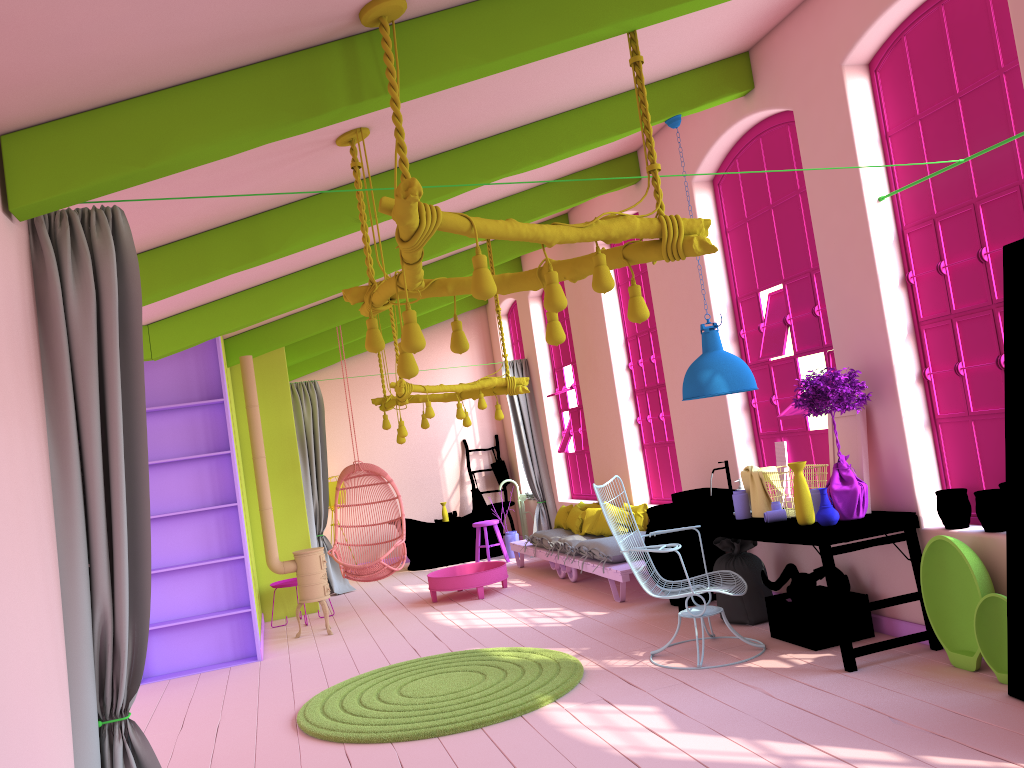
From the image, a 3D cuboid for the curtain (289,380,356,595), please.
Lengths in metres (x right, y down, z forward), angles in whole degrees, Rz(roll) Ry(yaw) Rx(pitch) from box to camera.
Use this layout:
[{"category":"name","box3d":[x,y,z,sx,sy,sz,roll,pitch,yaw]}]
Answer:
[{"category":"curtain","box3d":[-2.522,1.313,11.458,0.518,2.783,0.526,-6,-4,-35]}]

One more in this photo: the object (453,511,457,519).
[{"category":"object","box3d":[-0.826,1.934,12.919,0.069,0.170,0.069,-9,-3,4]}]

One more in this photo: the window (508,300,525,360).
[{"category":"window","box3d":[0.296,0.196,13.272,0.072,3.045,1.276,-8,-3,-16]}]

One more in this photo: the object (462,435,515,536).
[{"category":"object","box3d":[-0.338,1.694,13.873,0.603,1.763,0.410,-8,-3,-16]}]

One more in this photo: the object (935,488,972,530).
[{"category":"object","box3d":[2.577,0.728,5.170,0.182,0.222,0.183,-6,-4,-38]}]

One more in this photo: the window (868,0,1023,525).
[{"category":"window","box3d":[2.594,-0.711,4.876,0.072,3.045,1.276,-8,-3,-16]}]

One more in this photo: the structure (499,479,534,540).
[{"category":"structure","box3d":[0.109,1.934,13.188,0.452,1.061,0.254,-10,-4,28]}]

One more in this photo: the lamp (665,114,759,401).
[{"category":"lamp","box3d":[1.303,-0.910,6.237,0.529,2.001,0.529,-9,-3,16]}]

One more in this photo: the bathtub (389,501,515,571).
[{"category":"bathtub","box3d":[-0.827,2.210,12.926,1.888,0.739,0.827,-7,-4,-16]}]

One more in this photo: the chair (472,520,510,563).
[{"category":"chair","box3d":[-0.331,2.145,11.915,0.447,0.592,0.472,-12,-5,43]}]

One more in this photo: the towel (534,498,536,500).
[{"category":"towel","box3d":[0.467,1.614,12.888,0.262,0.102,0.248,-7,-4,-20]}]

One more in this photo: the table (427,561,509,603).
[{"category":"table","box3d":[-0.476,2.172,9.732,0.886,0.285,0.886,-9,-4,10]}]

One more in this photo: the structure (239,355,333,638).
[{"category":"structure","box3d":[-2.213,1.092,8.854,0.577,2.812,0.403,-9,-3,1]}]

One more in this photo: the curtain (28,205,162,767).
[{"category":"curtain","box3d":[-1.541,0.632,3.352,0.518,2.783,0.526,-6,-4,-35]}]

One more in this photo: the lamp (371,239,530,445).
[{"category":"lamp","box3d":[-1.004,-0.505,9.807,1.610,2.263,1.778,-6,-4,-34]}]

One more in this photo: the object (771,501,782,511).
[{"category":"object","box3d":[1.792,0.857,5.997,0.065,0.118,0.065,-11,-4,33]}]

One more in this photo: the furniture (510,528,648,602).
[{"category":"furniture","box3d":[0.816,1.874,9.815,0.907,0.507,3.780,-7,-4,-16]}]

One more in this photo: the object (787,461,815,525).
[{"category":"object","box3d":[1.790,0.675,5.479,0.116,0.382,0.116,-6,-4,-42]}]

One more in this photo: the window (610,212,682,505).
[{"category":"window","box3d":[1.443,-0.256,9.082,0.072,3.045,1.276,-8,-3,-16]}]

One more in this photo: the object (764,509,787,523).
[{"category":"object","box3d":[1.755,0.881,5.915,0.137,0.076,0.076,-9,-3,4]}]

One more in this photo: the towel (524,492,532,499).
[{"category":"towel","box3d":[0.327,1.669,13.404,0.262,0.102,0.248,-7,-4,-15]}]

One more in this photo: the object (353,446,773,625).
[{"category":"object","box3d":[-0.401,1.526,10.000,2.826,1.579,7.873,-7,-4,-15]}]

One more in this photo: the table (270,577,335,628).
[{"category":"table","box3d":[-2.284,2.341,9.588,0.596,0.458,0.596,-10,-4,22]}]

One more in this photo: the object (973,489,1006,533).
[{"category":"object","box3d":[2.656,0.697,4.884,0.182,0.222,0.183,-6,-4,-33]}]

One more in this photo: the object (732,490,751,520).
[{"category":"object","box3d":[1.644,0.863,6.350,0.109,0.197,0.109,-7,-4,-24]}]

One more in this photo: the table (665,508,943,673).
[{"category":"table","box3d":[1.888,1.314,6.214,0.655,0.820,2.195,-7,-4,-16]}]

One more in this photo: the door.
[{"category":"door","box3d":[2.535,0.361,3.839,0.450,2.209,1.154,-8,-3,-6]}]

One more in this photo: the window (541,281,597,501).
[{"category":"window","box3d":[0.800,0.007,11.438,0.551,3.007,1.515,-8,-3,-16]}]

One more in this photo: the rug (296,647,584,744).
[{"category":"rug","box3d":[-0.467,2.036,5.937,1.888,0.050,1.891,-6,-4,-28]}]

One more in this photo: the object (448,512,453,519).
[{"category":"object","box3d":[-0.878,1.930,12.736,0.069,0.170,0.069,-9,-3,4]}]

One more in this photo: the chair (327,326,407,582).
[{"category":"chair","box3d":[-1.765,0.641,9.894,0.860,3.127,0.806,-9,-3,4]}]

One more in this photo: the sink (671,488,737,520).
[{"category":"sink","box3d":[1.484,0.918,6.818,0.340,0.194,0.610,-7,-4,-16]}]

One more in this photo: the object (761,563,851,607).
[{"category":"object","box3d":[2.014,1.464,6.050,0.300,0.448,0.673,-6,-5,-40]}]

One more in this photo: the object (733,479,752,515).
[{"category":"object","box3d":[1.740,0.845,6.652,0.165,0.249,0.411,-10,-4,19]}]

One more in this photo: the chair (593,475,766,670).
[{"category":"chair","box3d":[1.138,1.203,5.981,0.925,1.237,1.078,-10,-4,19]}]

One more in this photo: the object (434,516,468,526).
[{"category":"object","box3d":[-0.889,2.006,12.929,0.360,0.068,1.325,-7,-4,-16]}]

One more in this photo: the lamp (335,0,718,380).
[{"category":"lamp","box3d":[-0.284,-1.182,4.293,1.610,2.263,1.778,-6,-4,-34]}]

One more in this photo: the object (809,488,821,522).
[{"category":"object","box3d":[1.930,0.759,5.582,0.109,0.197,0.109,-10,-4,21]}]

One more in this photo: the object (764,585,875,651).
[{"category":"object","box3d":[2.034,1.546,5.897,0.446,0.277,0.522,-7,-4,-16]}]

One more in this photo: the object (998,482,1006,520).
[{"category":"object","box3d":[2.710,0.651,4.685,0.223,0.272,0.223,-7,-4,-28]}]

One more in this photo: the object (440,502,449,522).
[{"category":"object","box3d":[-0.976,1.881,12.885,0.097,0.320,0.097,-8,-3,-5]}]

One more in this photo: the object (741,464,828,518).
[{"category":"object","box3d":[1.884,0.737,6.243,0.444,0.369,0.634,-7,-4,-16]}]

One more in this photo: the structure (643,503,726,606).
[{"category":"structure","box3d":[1.491,1.461,7.665,0.719,0.844,0.717,-11,-5,41]}]

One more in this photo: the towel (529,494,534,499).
[{"category":"towel","box3d":[0.397,1.642,13.147,0.247,0.102,0.263,-7,-4,-25]}]

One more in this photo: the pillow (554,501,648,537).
[{"category":"pillow","box3d":[0.901,1.503,9.960,0.577,0.399,1.999,-7,-4,-16]}]

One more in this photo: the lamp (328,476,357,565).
[{"category":"lamp","box3d":[-2.635,2.103,13.095,0.491,1.465,0.476,-9,-3,14]}]

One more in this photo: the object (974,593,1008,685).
[{"category":"object","box3d":[2.535,1.285,4.522,0.137,0.462,0.284,-7,-4,-31]}]

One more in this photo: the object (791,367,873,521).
[{"category":"object","box3d":[2.018,0.362,5.515,0.503,0.950,0.441,-11,-4,34]}]

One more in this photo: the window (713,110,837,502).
[{"category":"window","box3d":[2.096,-0.504,6.720,0.492,3.001,1.499,-8,-3,-16]}]

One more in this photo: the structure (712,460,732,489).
[{"category":"structure","box3d":[1.640,0.800,6.898,0.166,0.396,0.087,-8,-3,-6]}]

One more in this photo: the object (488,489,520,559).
[{"category":"object","box3d":[-0.068,1.933,12.364,0.452,0.987,0.277,-10,-4,28]}]

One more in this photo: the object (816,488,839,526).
[{"category":"object","box3d":[1.872,0.732,5.289,0.132,0.219,0.132,-8,-3,1]}]

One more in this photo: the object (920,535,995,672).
[{"category":"object","box3d":[2.500,1.178,4.865,0.218,0.733,0.451,-8,-3,-16]}]

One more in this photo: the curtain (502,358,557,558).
[{"category":"curtain","box3d":[0.291,1.006,12.249,0.518,2.783,0.525,-9,-3,3]}]

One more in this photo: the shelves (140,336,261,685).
[{"category":"shelves","box3d":[-3.346,1.054,7.776,1.841,3.102,0.385,-7,-3,-16]}]
